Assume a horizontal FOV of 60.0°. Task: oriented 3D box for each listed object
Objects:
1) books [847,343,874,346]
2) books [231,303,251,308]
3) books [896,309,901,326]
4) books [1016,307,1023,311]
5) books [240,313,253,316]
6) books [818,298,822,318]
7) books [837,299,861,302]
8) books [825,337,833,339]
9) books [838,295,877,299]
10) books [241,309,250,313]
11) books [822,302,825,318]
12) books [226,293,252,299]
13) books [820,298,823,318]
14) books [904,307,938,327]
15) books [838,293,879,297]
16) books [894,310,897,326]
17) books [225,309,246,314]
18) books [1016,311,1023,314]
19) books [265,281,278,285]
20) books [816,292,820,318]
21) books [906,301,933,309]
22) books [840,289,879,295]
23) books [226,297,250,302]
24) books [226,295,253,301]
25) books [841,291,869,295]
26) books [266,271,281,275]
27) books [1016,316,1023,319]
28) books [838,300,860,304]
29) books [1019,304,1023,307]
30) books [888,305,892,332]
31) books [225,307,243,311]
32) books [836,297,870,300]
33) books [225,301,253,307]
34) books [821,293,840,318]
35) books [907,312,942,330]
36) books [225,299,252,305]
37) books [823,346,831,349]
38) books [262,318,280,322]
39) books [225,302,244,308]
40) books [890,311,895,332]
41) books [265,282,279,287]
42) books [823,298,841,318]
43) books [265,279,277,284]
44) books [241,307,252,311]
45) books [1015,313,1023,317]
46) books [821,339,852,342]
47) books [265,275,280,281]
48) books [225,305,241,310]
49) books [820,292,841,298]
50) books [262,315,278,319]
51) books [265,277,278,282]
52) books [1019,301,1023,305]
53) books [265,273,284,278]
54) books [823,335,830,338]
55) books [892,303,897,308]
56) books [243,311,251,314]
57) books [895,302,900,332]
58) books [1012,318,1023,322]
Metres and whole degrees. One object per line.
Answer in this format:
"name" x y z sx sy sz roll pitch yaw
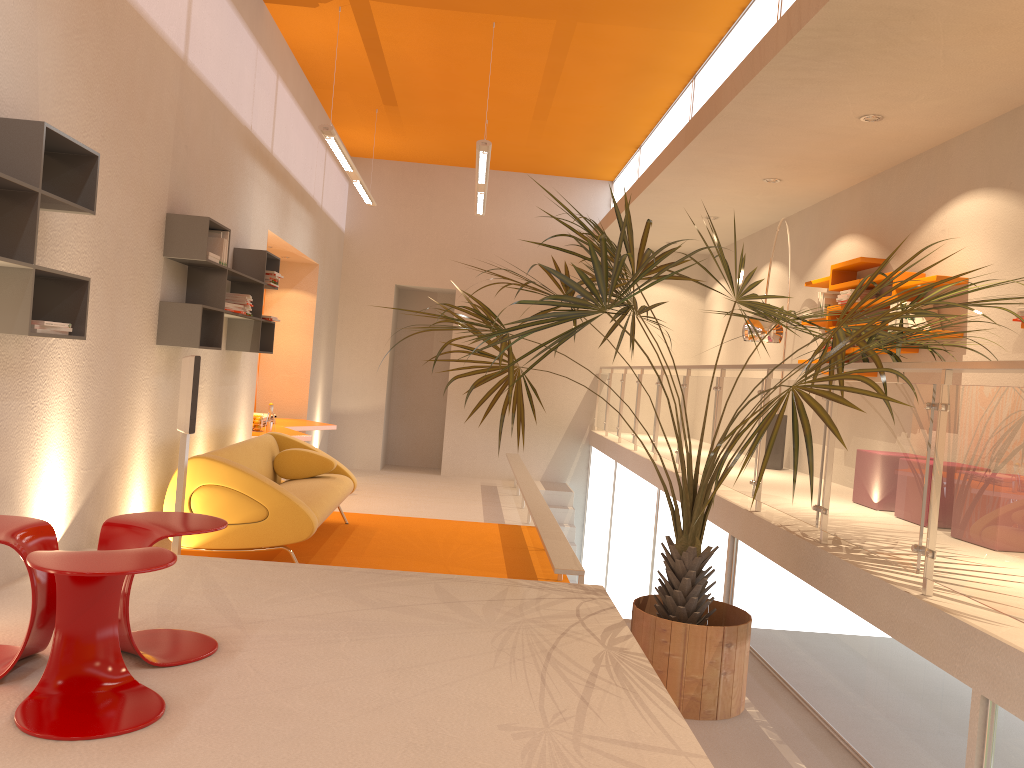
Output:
"books" 2.759 -0.312 7.127 0.226 0.017 0.230 5 1 -3
"books" -2.002 -0.565 6.378 0.230 0.017 0.226 5 1 -13
"books" 2.827 -0.444 6.244 0.230 0.169 0.027 5 1 -3
"books" 2.882 -0.397 4.744 0.230 0.017 0.227 5 1 -8
"books" -1.998 -0.509 6.382 0.210 0.013 0.297 5 1 -8
"books" 2.774 -0.648 7.684 0.230 0.169 0.027 5 1 -3
"books" 2.792 -0.664 7.164 0.268 0.011 0.190 5 1 -1
"books" 2.754 -0.372 7.427 0.254 0.015 0.190 5 1 4
"books" 2.792 -0.692 7.159 0.254 0.015 0.190 5 1 -1
"books" -1.993 -0.533 6.368 0.190 0.015 0.254 5 1 -12
"books" 2.774 -0.641 7.617 0.207 0.156 0.009 5 1 -3
"books" -1.996 -0.636 6.377 0.230 0.017 0.226 5 1 -13
"books" 2.784 -0.647 7.657 0.230 0.169 0.027 5 1 -3
"books" 2.841 -0.441 6.163 0.230 0.169 0.023 5 1 -3
"books" 2.797 -0.708 7.172 0.227 0.017 0.230 5 1 -8
"books" 2.833 -0.444 6.303 0.230 0.169 0.027 5 1 -3
"books" -1.979 -0.502 6.024 0.210 0.013 0.297 5 1 12
"books" 2.868 -0.382 4.747 0.190 0.015 0.254 5 1 -1
"books" -1.990 -0.809 7.058 0.190 0.011 0.268 5 1 -1
"books" 2.776 -0.677 7.725 0.230 0.227 0.017 5 1 -3
"books" 2.827 -0.463 6.192 0.207 0.210 0.021 5 1 -3
"books" 2.813 -0.739 7.173 0.230 0.017 0.227 5 1 -3
"books" -1.987 -0.604 6.367 0.190 0.015 0.254 5 1 -12
"books" -1.984 -0.619 6.375 0.190 0.015 0.254 5 1 -6
"books" 2.799 -0.724 7.177 0.190 0.015 0.254 5 1 4
"books" -1.974 -0.884 7.042 0.226 0.017 0.230 5 1 -3
"books" 2.870 -0.353 4.745 0.190 0.011 0.268 5 1 -1
"books" 2.797 -0.652 7.158 0.210 0.013 0.297 5 1 -3
"books" 2.888 -0.412 4.742 0.254 0.015 0.190 5 1 4
"books" 2.825 -0.474 6.370 0.230 0.227 0.017 5 1 -3
"books" -1.980 -0.514 6.020 0.190 0.011 0.268 5 1 14
"books" 2.783 -0.678 7.162 0.254 0.015 0.190 5 1 -7
"books" -1.992 -0.580 6.381 0.210 0.013 0.297 5 1 -8
"books" 2.774 -0.668 7.632 0.207 0.210 0.021 5 1 -3
"books" 2.843 -0.431 6.120 0.230 0.150 0.091 5 1 -3
"books" -1.991 -0.591 6.377 0.190 0.011 0.268 5 1 -6
"books" 2.734 -0.301 7.426 0.210 0.013 0.297 5 1 -3
"books" -2.001 -0.519 7.067 0.254 0.015 0.190 5 1 4
"books" -1.974 -0.542 6.016 0.190 0.015 0.254 5 1 14
"books" 2.823 -0.445 6.330 0.230 0.169 0.027 5 1 -3
"books" -1.992 -0.797 7.054 0.210 0.013 0.297 5 1 -3
"books" 2.788 -0.646 7.603 0.230 0.169 0.023 5 1 -3
"books" -1.991 -0.823 7.068 0.190 0.015 0.254 5 1 -7
"books" -1.990 -0.548 6.376 0.190 0.015 0.254 5 1 -6
"books" 2.869 -0.367 4.755 0.190 0.015 0.254 5 1 -7
"books" 2.748 -0.356 7.428 0.230 0.017 0.227 5 1 -8
"books" -1.978 -0.852 7.057 0.230 0.017 0.226 5 1 -8
"books" -1.979 -0.527 6.010 0.190 0.015 0.254 5 1 8
"books" 2.784 -0.676 7.707 0.230 0.227 0.017 5 1 -3
"books" -2.004 -0.535 7.054 0.226 0.017 0.230 5 1 -3
"books" -1.992 -0.838 7.060 0.190 0.015 0.254 5 1 -1
"books" 2.886 -0.428 4.729 0.226 0.017 0.230 5 1 -3
"books" -1.972 -0.868 7.055 0.254 0.015 0.190 5 1 4
"books" 2.752 -0.388 7.414 0.226 0.017 0.230 5 1 -3
"books" 2.833 -0.474 6.352 0.230 0.227 0.017 5 1 -3
"books" -1.997 -0.520 6.378 0.190 0.011 0.268 5 1 -6
"books" 2.823 -0.465 6.278 0.207 0.210 0.021 5 1 -3
"books" 2.868 -0.341 4.742 0.210 0.013 0.297 5 1 -3
